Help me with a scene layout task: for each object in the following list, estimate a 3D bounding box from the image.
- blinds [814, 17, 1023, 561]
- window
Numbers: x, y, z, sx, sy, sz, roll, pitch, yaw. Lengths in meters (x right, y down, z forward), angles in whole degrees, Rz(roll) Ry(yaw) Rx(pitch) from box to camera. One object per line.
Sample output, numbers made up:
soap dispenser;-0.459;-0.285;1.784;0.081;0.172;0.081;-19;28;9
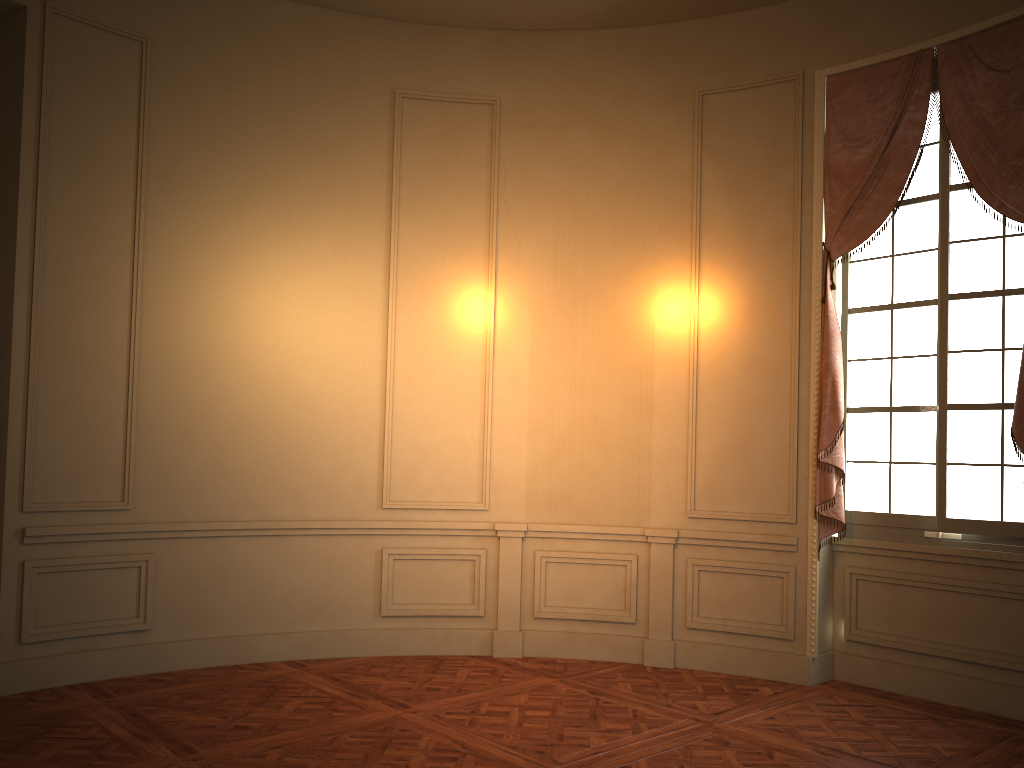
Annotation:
blinds;2.304;-0.442;4.920;0.293;2.975;1.302;3;-3;-43
window;2.472;-0.492;5.086;0.157;2.835;1.279;3;-3;-42
